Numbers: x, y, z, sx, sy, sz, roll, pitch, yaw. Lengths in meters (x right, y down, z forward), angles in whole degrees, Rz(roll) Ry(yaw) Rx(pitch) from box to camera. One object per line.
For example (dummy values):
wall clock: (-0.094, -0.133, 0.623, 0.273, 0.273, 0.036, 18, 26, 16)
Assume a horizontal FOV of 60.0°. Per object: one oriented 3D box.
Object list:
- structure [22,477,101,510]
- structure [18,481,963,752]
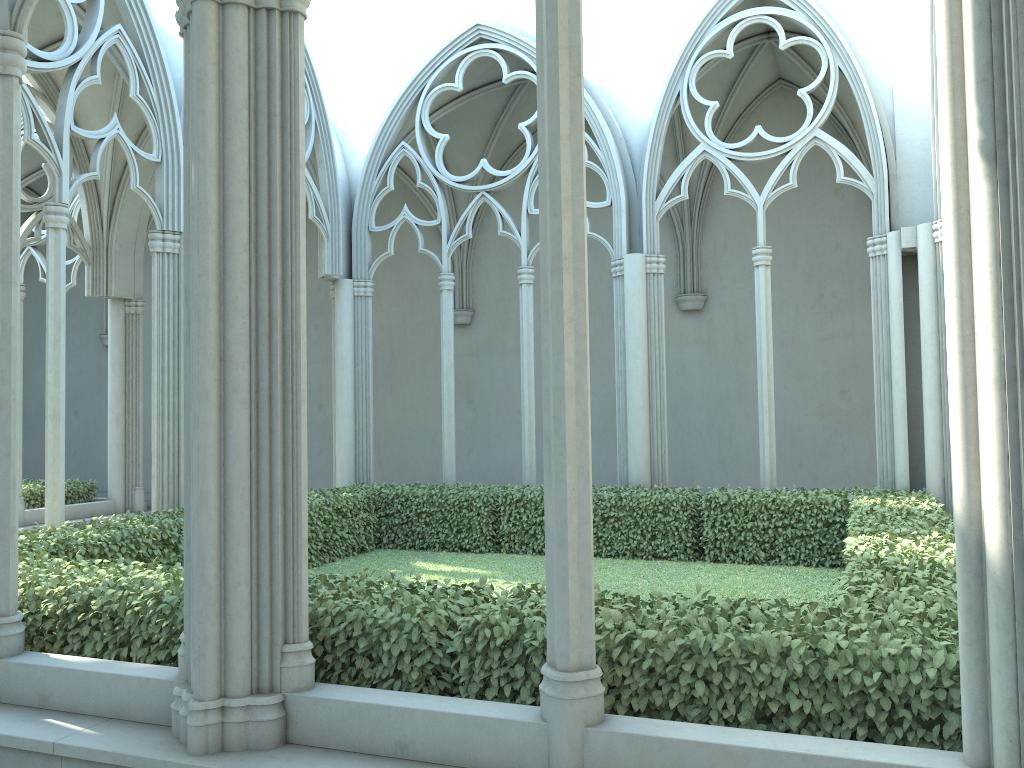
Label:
structure: (-12.253, 2.075, 13.163, 8.018, 0.963, 7.995, -2, -3, 21)
structure: (-0.104, 1.668, 8.376, 8.018, 0.963, 7.995, -2, -3, 21)
